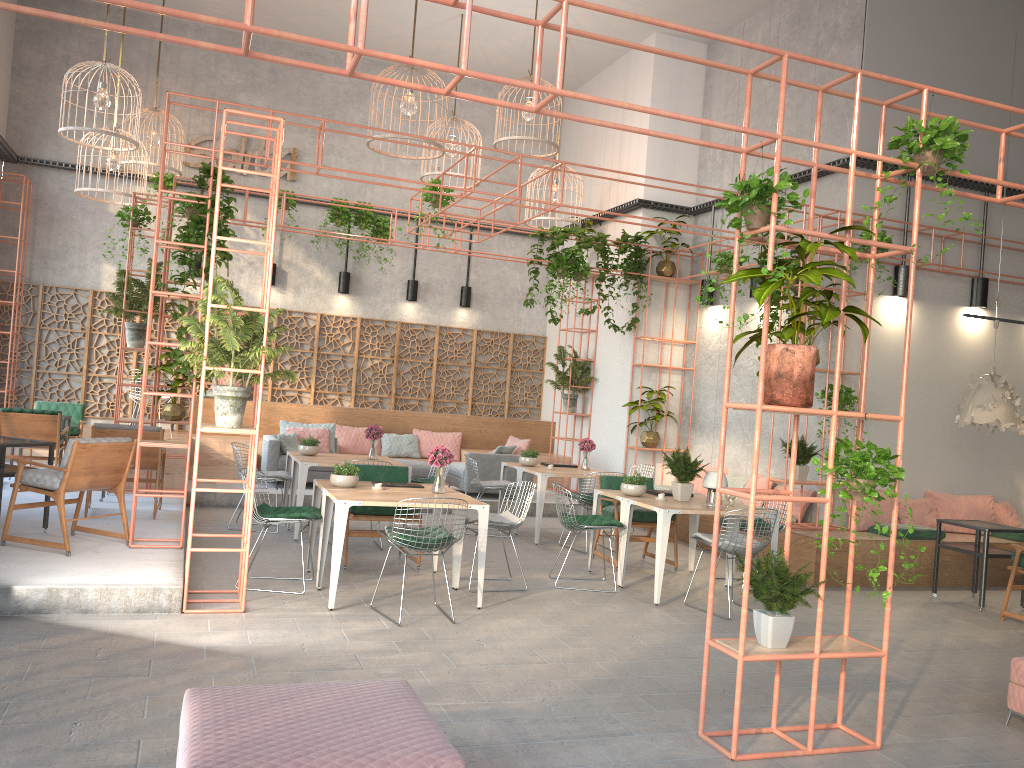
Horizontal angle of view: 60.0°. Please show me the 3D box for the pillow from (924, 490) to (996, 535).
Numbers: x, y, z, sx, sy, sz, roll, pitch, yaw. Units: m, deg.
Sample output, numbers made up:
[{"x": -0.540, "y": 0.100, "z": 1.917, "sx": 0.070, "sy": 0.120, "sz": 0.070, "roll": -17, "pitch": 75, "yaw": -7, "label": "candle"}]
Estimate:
[{"x": 5.364, "y": 1.542, "z": 10.591, "sx": 0.839, "sy": 0.474, "sz": 0.276, "roll": 4, "pitch": -1, "yaw": 0, "label": "pillow"}]

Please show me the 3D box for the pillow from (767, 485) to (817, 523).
[{"x": 3.324, "y": 1.431, "z": 10.673, "sx": 0.289, "sy": 0.385, "sz": 0.666, "roll": 5, "pitch": -1, "yaw": -25, "label": "pillow"}]

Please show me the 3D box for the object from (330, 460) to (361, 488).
[{"x": -1.427, "y": 0.766, "z": 7.589, "sx": 0.252, "sy": 0.247, "sz": 0.247, "roll": 5, "pitch": -1, "yaw": -20, "label": "object"}]

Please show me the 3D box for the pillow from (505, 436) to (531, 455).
[{"x": 0.020, "y": 1.044, "z": 13.535, "sx": 0.273, "sy": 0.476, "sz": 0.836, "roll": 5, "pitch": -1, "yaw": -20, "label": "pillow"}]

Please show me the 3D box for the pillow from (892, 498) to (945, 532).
[{"x": 4.755, "y": 1.538, "z": 10.394, "sx": 0.666, "sy": 0.385, "sz": 0.289, "roll": 5, "pitch": -1, "yaw": -25, "label": "pillow"}]

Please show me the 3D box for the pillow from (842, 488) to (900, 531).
[{"x": 4.149, "y": 1.443, "z": 10.195, "sx": 0.839, "sy": 0.474, "sz": 0.276, "roll": 5, "pitch": -1, "yaw": -30, "label": "pillow"}]

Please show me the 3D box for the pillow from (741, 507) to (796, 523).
[{"x": 2.960, "y": 1.539, "z": 10.471, "sx": 0.491, "sy": 0.149, "sz": 0.637, "roll": 5, "pitch": -1, "yaw": -19, "label": "pillow"}]

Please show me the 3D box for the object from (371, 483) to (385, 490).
[{"x": -1.141, "y": 0.872, "z": 7.568, "sx": 0.115, "sy": 0.073, "sz": 0.115, "roll": 5, "pitch": -1, "yaw": -26, "label": "object"}]

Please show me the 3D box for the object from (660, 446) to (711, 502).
[{"x": 1.610, "y": 0.845, "z": 8.424, "sx": 0.368, "sy": 0.527, "sz": 0.438, "roll": 5, "pitch": -1, "yaw": -20, "label": "object"}]

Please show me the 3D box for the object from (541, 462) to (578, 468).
[{"x": 0.616, "y": 1.059, "z": 11.583, "sx": 0.427, "sy": 0.031, "sz": 0.268, "roll": 5, "pitch": -1, "yaw": -20, "label": "object"}]

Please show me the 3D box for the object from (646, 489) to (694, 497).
[{"x": 1.578, "y": 1.099, "z": 8.929, "sx": 0.427, "sy": 0.031, "sz": 0.268, "roll": 5, "pitch": -1, "yaw": -20, "label": "object"}]

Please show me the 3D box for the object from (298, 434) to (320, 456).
[{"x": -2.347, "y": 0.704, "z": 10.276, "sx": 0.252, "sy": 0.247, "sz": 0.247, "roll": 5, "pitch": -1, "yaw": -20, "label": "object"}]

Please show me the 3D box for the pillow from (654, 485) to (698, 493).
[{"x": 2.257, "y": 1.510, "z": 12.413, "sx": 0.491, "sy": 0.149, "sz": 0.637, "roll": 5, "pitch": -1, "yaw": -19, "label": "pillow"}]

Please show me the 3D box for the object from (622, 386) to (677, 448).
[{"x": 2.009, "y": 0.466, "z": 13.048, "sx": 0.903, "sy": 0.919, "sz": 0.934, "roll": 4, "pitch": -1, "yaw": 42, "label": "object"}]

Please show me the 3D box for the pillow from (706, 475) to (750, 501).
[{"x": 2.888, "y": 1.413, "z": 11.878, "sx": 0.289, "sy": 0.385, "sz": 0.666, "roll": 5, "pitch": -1, "yaw": -25, "label": "pillow"}]

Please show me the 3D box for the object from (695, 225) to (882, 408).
[{"x": 1.418, "y": -0.360, "z": 4.577, "sx": 0.924, "sy": 0.946, "sz": 0.923, "roll": 4, "pitch": -1, "yaw": 36, "label": "object"}]

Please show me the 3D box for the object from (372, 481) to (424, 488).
[{"x": -1.027, "y": 0.909, "z": 7.964, "sx": 0.427, "sy": 0.031, "sz": 0.268, "roll": 5, "pitch": -1, "yaw": -20, "label": "object"}]

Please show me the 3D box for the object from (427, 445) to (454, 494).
[{"x": -0.624, "y": 0.732, "z": 7.607, "sx": 0.225, "sy": 0.414, "sz": 0.213, "roll": 5, "pitch": -1, "yaw": -28, "label": "object"}]

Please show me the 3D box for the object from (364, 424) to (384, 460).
[{"x": -1.621, "y": 0.678, "z": 10.363, "sx": 0.225, "sy": 0.414, "sz": 0.213, "roll": 5, "pitch": -1, "yaw": -28, "label": "object"}]

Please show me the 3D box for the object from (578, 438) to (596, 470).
[{"x": 0.947, "y": 0.889, "z": 11.296, "sx": 0.225, "sy": 0.414, "sz": 0.213, "roll": 5, "pitch": -1, "yaw": -28, "label": "object"}]

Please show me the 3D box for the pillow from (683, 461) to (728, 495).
[{"x": 2.692, "y": 1.357, "z": 12.490, "sx": 0.276, "sy": 0.474, "sz": 0.839, "roll": 5, "pitch": -1, "yaw": -30, "label": "pillow"}]

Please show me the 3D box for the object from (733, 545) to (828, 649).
[{"x": 1.364, "y": 1.108, "z": 4.655, "sx": 0.368, "sy": 0.527, "sz": 0.438, "roll": 5, "pitch": -1, "yaw": -20, "label": "object"}]

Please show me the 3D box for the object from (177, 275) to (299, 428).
[{"x": -2.073, "y": -0.230, "z": 6.582, "sx": 0.900, "sy": 1.100, "sz": 0.894, "roll": 4, "pitch": -1, "yaw": 9, "label": "object"}]

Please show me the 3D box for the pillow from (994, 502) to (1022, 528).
[{"x": 5.956, "y": 1.637, "z": 10.830, "sx": 0.666, "sy": 0.385, "sz": 0.289, "roll": 5, "pitch": -1, "yaw": -25, "label": "pillow"}]

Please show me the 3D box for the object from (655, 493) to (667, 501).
[{"x": 1.407, "y": 1.059, "z": 8.355, "sx": 0.115, "sy": 0.078, "sz": 0.115, "roll": 5, "pitch": -1, "yaw": -14, "label": "object"}]

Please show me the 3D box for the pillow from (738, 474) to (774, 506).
[{"x": 3.088, "y": 1.372, "z": 11.271, "sx": 0.276, "sy": 0.474, "sz": 0.839, "roll": 4, "pitch": -1, "yaw": 0, "label": "pillow"}]

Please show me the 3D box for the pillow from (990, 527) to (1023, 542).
[{"x": 6.001, "y": 1.775, "z": 10.421, "sx": 0.637, "sy": 0.149, "sz": 0.491, "roll": 5, "pitch": -1, "yaw": -19, "label": "pillow"}]

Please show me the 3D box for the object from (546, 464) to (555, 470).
[{"x": 0.476, "y": 1.020, "z": 10.926, "sx": 0.115, "sy": 0.078, "sz": 0.115, "roll": 5, "pitch": -1, "yaw": -14, "label": "object"}]

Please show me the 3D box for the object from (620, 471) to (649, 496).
[{"x": 1.176, "y": 0.956, "z": 8.553, "sx": 0.254, "sy": 0.247, "sz": 0.248, "roll": 5, "pitch": -1, "yaw": -20, "label": "object"}]

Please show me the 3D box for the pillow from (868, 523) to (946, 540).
[{"x": 4.379, "y": 1.641, "z": 9.832, "sx": 0.637, "sy": 0.149, "sz": 0.491, "roll": 5, "pitch": -1, "yaw": -19, "label": "pillow"}]

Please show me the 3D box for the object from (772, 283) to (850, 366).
[{"x": 3.262, "y": -0.656, "z": 9.773, "sx": 0.903, "sy": 0.947, "sz": 0.934, "roll": 4, "pitch": -1, "yaw": 32, "label": "object"}]

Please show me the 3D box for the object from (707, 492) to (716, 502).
[{"x": 1.853, "y": 1.063, "z": 8.220, "sx": 0.095, "sy": 0.119, "sz": 0.095, "roll": 4, "pitch": -1, "yaw": 4, "label": "object"}]

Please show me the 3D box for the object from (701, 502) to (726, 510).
[{"x": 1.815, "y": 1.097, "z": 7.980, "sx": 0.218, "sy": 0.041, "sz": 0.218, "roll": 5, "pitch": -1, "yaw": -11, "label": "object"}]

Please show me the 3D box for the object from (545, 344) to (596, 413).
[{"x": 0.954, "y": -0.082, "z": 14.491, "sx": 0.900, "sy": 1.097, "sz": 0.894, "roll": 4, "pitch": -1, "yaw": 9, "label": "object"}]

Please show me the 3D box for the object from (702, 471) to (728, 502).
[{"x": 1.927, "y": 0.987, "z": 8.426, "sx": 0.241, "sy": 0.313, "sz": 0.241, "roll": 4, "pitch": -1, "yaw": 25, "label": "object"}]

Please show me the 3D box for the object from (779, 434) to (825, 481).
[{"x": 3.191, "y": 0.812, "z": 9.879, "sx": 0.368, "sy": 0.527, "sz": 0.438, "roll": 5, "pitch": -1, "yaw": -20, "label": "object"}]

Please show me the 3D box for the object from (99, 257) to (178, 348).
[{"x": -4.515, "y": -0.982, "z": 10.794, "sx": 0.900, "sy": 1.101, "sz": 0.894, "roll": 4, "pitch": -1, "yaw": 34, "label": "object"}]

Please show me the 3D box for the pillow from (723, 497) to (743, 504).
[{"x": 2.614, "y": 1.525, "z": 11.427, "sx": 0.491, "sy": 0.149, "sz": 0.637, "roll": 5, "pitch": -1, "yaw": -19, "label": "pillow"}]

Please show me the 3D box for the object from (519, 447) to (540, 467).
[{"x": 0.215, "y": 0.915, "z": 11.207, "sx": 0.254, "sy": 0.247, "sz": 0.248, "roll": 5, "pitch": -1, "yaw": -20, "label": "object"}]

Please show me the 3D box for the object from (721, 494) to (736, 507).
[{"x": 2.042, "y": 1.066, "z": 8.326, "sx": 0.210, "sy": 0.154, "sz": 0.165, "roll": 5, "pitch": -1, "yaw": -30, "label": "object"}]
